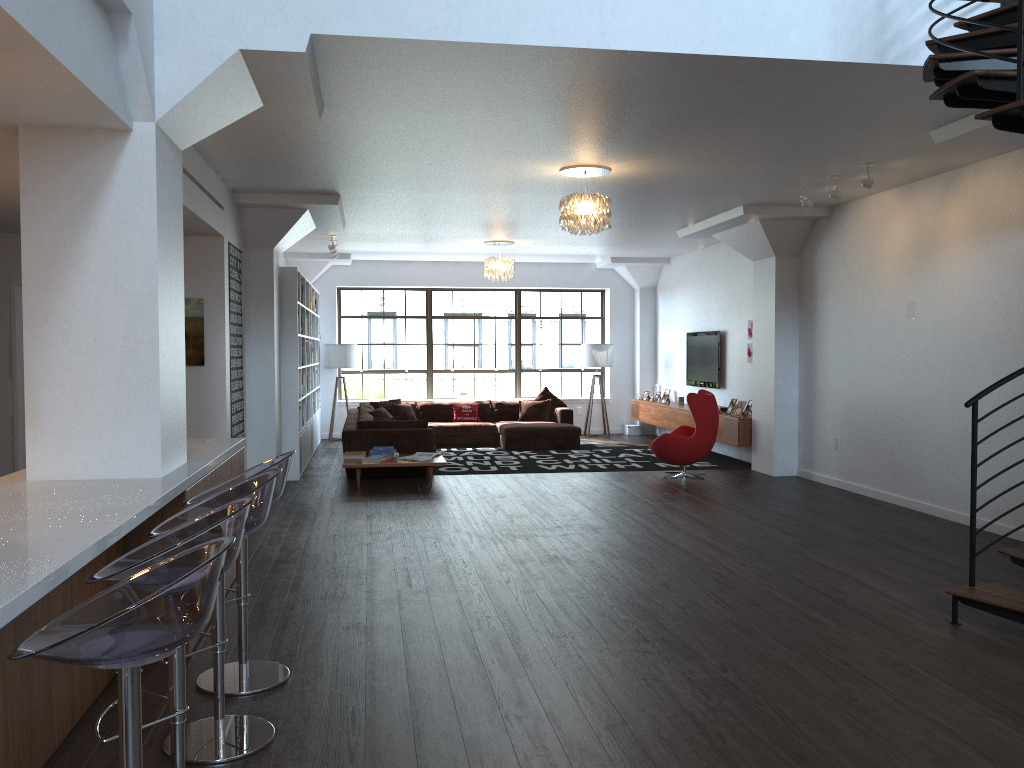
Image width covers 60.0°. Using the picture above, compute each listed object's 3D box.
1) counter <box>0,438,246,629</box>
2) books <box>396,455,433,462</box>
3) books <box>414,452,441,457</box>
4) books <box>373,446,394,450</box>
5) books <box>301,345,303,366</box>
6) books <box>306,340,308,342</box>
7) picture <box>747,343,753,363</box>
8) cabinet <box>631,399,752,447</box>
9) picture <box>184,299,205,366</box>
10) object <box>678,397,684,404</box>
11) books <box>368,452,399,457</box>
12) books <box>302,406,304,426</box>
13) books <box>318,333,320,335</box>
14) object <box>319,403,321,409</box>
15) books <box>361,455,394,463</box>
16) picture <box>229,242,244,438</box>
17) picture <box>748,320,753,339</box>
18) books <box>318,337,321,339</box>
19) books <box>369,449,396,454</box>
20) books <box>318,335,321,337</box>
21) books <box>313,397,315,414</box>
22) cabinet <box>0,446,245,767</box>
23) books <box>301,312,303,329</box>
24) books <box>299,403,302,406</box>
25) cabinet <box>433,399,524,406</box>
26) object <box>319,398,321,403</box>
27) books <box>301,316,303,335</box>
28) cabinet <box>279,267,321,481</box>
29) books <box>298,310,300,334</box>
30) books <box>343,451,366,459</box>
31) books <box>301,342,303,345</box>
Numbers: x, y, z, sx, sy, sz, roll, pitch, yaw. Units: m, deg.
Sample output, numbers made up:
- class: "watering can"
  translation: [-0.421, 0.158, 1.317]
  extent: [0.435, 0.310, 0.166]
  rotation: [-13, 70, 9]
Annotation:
- class: "counter"
  translation: [-0.780, 0.943, 2.412]
  extent: [3.039, 0.860, 8.182]
  rotation: [-2, 3, -38]
- class: "books"
  translation: [-1.069, 0.812, 9.740]
  extent: [0.342, 0.040, 0.231]
  rotation: [1, 2, 31]
- class: "books"
  translation: [-0.971, 0.799, 10.104]
  extent: [0.256, 0.035, 0.350]
  rotation: [0, 2, 16]
- class: "books"
  translation: [-1.462, 0.733, 10.093]
  extent: [0.224, 0.027, 0.157]
  rotation: [0, 2, -4]
- class: "books"
  translation: [-2.669, -0.349, 10.923]
  extent: [0.182, 0.253, 0.034]
  rotation: [0, 2, -9]
- class: "books"
  translation: [-2.754, -0.554, 11.448]
  extent: [0.223, 0.027, 0.161]
  rotation: [0, 2, 0]
- class: "picture"
  translation: [3.117, -0.400, 11.489]
  extent: [0.030, 0.250, 0.250]
  rotation: [0, 2, -9]
- class: "cabinet"
  translation: [2.642, 0.515, 13.139]
  extent: [0.459, 0.350, 4.501]
  rotation: [0, 2, -9]
- class: "picture"
  translation: [-2.996, -0.464, 7.946]
  extent: [0.450, 0.600, 0.030]
  rotation: [0, 2, -9]
- class: "object"
  translation: [2.644, 0.259, 13.839]
  extent: [0.089, 0.110, 0.089]
  rotation: [1, 3, 36]
- class: "books"
  translation: [-1.462, 0.801, 10.094]
  extent: [0.312, 0.037, 0.216]
  rotation: [-1, 2, -19]
- class: "books"
  translation: [-2.685, 0.398, 11.023]
  extent: [0.183, 0.253, 0.042]
  rotation: [0, 2, -9]
- class: "books"
  translation: [-3.229, -0.806, 14.188]
  extent: [0.254, 0.032, 0.174]
  rotation: [1, 2, 26]
- class: "object"
  translation: [-3.243, 0.364, 14.232]
  extent: [0.331, 0.088, 0.410]
  rotation: [0, 2, -9]
- class: "books"
  translation: [-1.468, 0.817, 9.686]
  extent: [0.236, 0.035, 0.340]
  rotation: [0, 2, 16]
- class: "picture"
  translation: [-2.683, -0.146, 8.667]
  extent: [0.021, 2.380, 0.800]
  rotation: [0, 2, -9]
- class: "picture"
  translation: [3.116, -0.707, 11.477]
  extent: [0.030, 0.250, 0.250]
  rotation: [0, 2, -9]
- class: "books"
  translation: [-3.232, -0.739, 14.195]
  extent: [0.284, 0.035, 0.197]
  rotation: [1, 2, 21]
- class: "books"
  translation: [-1.467, 0.764, 10.096]
  extent: [0.279, 0.035, 0.191]
  rotation: [0, 2, 1]
- class: "books"
  translation: [-3.232, -0.773, 14.193]
  extent: [0.284, 0.033, 0.197]
  rotation: [0, 2, 6]
- class: "books"
  translation: [-3.005, 0.323, 13.069]
  extent: [0.183, 0.253, 0.034]
  rotation: [-1, 2, -10]
- class: "cabinet"
  translation: [-1.940, 0.915, 3.871]
  extent: [0.898, 0.796, 4.493]
  rotation: [0, 2, -9]
- class: "books"
  translation: [-2.719, -0.755, 11.166]
  extent: [0.176, 0.291, 0.053]
  rotation: [0, 2, -9]
- class: "books"
  translation: [-2.557, 0.241, 10.263]
  extent: [0.223, 0.027, 0.161]
  rotation: [0, 2, 0]
- class: "cabinet"
  translation: [-0.569, 0.592, 15.053]
  extent: [1.520, 0.625, 0.350]
  rotation: [0, 2, -9]
- class: "object"
  translation: [-3.244, 0.276, 14.229]
  extent: [0.331, 0.088, 0.410]
  rotation: [0, 2, -9]
- class: "books"
  translation: [-2.691, -0.723, 11.003]
  extent: [0.174, 0.240, 0.054]
  rotation: [0, 2, -9]
- class: "cabinet"
  translation: [-2.999, -0.191, 12.207]
  extent: [0.461, 2.414, 4.500]
  rotation: [0, 2, -9]
- class: "books"
  translation: [-2.577, -0.726, 10.389]
  extent: [0.176, 0.290, 0.053]
  rotation: [0, 2, -9]
- class: "books"
  translation: [-1.766, 0.801, 9.985]
  extent: [0.241, 0.045, 0.334]
  rotation: [0, 2, -8]
- class: "books"
  translation: [-2.712, -0.376, 11.155]
  extent: [0.176, 0.294, 0.102]
  rotation: [0, 2, -9]
